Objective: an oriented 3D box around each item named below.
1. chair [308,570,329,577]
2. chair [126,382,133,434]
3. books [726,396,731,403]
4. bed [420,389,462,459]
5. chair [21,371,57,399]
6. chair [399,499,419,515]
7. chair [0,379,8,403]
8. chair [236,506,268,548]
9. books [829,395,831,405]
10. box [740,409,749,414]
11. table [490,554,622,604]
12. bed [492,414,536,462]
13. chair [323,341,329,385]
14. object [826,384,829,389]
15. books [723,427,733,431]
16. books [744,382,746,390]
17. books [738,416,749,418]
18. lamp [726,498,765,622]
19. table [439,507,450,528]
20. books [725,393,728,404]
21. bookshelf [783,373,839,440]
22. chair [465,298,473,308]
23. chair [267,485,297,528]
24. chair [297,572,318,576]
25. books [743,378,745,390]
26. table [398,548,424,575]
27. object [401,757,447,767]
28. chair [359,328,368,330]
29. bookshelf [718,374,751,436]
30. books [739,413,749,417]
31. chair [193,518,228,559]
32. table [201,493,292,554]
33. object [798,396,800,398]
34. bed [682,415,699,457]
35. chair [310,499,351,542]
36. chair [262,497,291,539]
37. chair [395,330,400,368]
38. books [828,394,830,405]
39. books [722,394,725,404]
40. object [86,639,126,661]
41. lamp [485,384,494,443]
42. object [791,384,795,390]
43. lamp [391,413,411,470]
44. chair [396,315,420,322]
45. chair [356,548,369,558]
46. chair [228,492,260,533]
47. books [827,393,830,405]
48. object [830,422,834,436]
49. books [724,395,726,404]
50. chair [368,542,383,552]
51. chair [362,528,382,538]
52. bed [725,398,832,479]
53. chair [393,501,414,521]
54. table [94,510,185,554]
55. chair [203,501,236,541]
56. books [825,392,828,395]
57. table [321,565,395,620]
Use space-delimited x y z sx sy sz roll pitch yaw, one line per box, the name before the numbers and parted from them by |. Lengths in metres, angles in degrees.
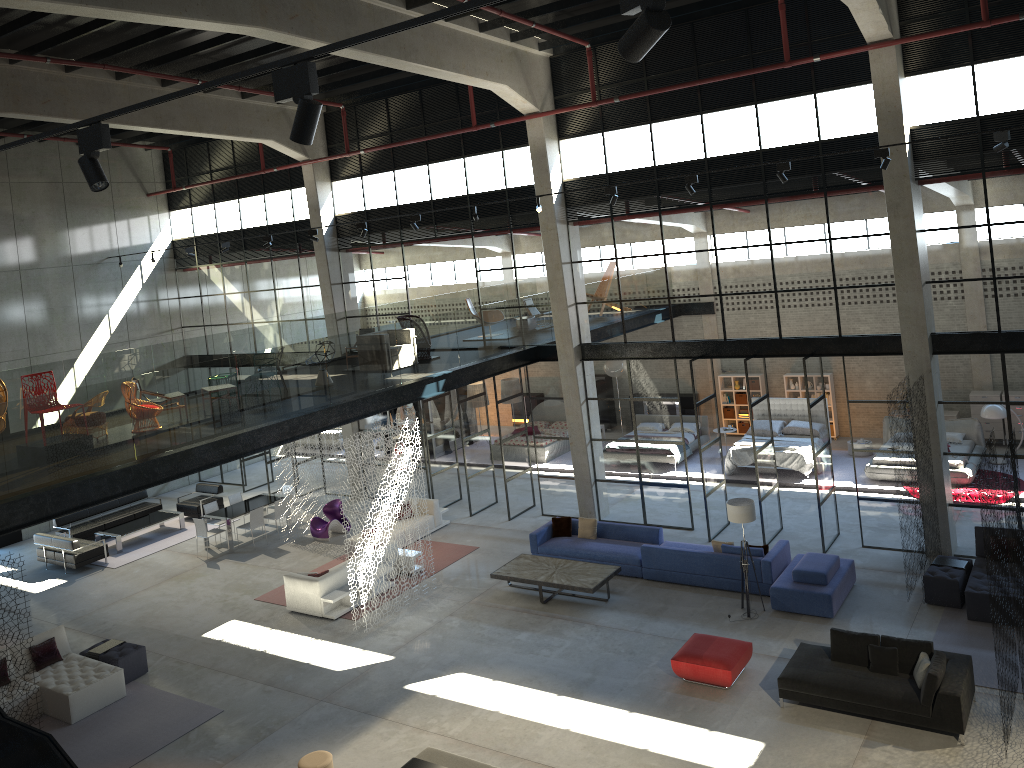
chair | -3.447 3.504 15.762 0.403 0.334 0.283 -7 4 -10
chair | -5.761 0.331 13.694 0.569 0.793 0.594 -6 4 0
books | 6.195 0.445 25.086 0.074 0.203 0.161 -5 4 35
bed | -2.619 0.971 27.260 2.237 2.071 2.344 -3 6 34
chair | -6.735 0.329 12.827 0.657 0.978 0.653 -4 4 34
chair | -2.291 2.768 19.530 0.383 0.336 0.254 -8 4 -22
chair | -7.392 -0.101 12.110 0.636 1.771 0.602 -6 2 9
chair | -5.873 3.220 19.778 0.542 0.868 0.425 -4 3 34
books | 8.535 0.413 23.491 0.018 0.256 0.256 -6 4 35
box | 6.601 0.781 24.886 0.212 0.108 0.133 -1 8 34
table | 0.770 3.445 15.299 2.055 0.397 1.042 0 10 34
bed | 0.727 1.304 25.394 2.021 1.274 2.374 -2 9 35
chair | -3.699 -0.390 16.971 0.564 0.798 0.610 -6 4 2
object | 8.489 0.063 23.546 0.143 0.137 0.141 -10 6 -38
books | 5.565 1.146 22.575 0.228 0.042 0.304 -5 9 9
books | 6.620 -0.019 24.781 0.086 0.319 0.256 -5 4 35
books | 6.606 0.922 24.871 0.307 0.055 0.233 0 10 34
lamp | 3.599 2.728 13.616 0.427 1.738 0.675 -5 2 32
table | -1.867 3.013 19.908 0.897 0.368 0.304 -1 6 34
books | 6.147 0.407 25.099 0.048 0.286 0.187 -6 3 35
bookshelf | 8.118 0.602 23.802 1.233 1.752 0.333 -4 2 34
chair | -0.622 -1.767 22.764 0.983 1.024 0.791 -9 5 -27
chair | -5.581 2.955 21.236 0.418 0.868 0.552 -5 4 35
chair | -3.657 3.509 15.933 0.389 0.271 0.322 -5 6 9
books | 6.593 -0.019 24.800 0.086 0.319 0.256 -5 4 35
table | -2.310 3.477 17.306 1.196 0.368 0.304 -1 7 34
object | -0.702 4.373 9.453 1.467 0.086 0.543 0 11 34
chair | -3.220 -0.767 18.930 0.517 0.821 0.564 -4 4 35
bookshelf | 6.564 0.607 24.851 1.233 1.752 0.333 -4 2 34
books | 6.600 0.866 24.870 0.281 0.055 0.233 0 10 34
chair | -6.719 3.350 19.543 0.418 0.868 0.552 -5 4 35
table | -6.144 3.207 20.390 0.896 0.754 1.828 -2 9 34
object | 7.840 0.450 23.916 0.100 0.202 0.098 -8 3 -39
bed | 3.817 1.508 23.291 2.247 0.865 2.431 -1 10 34
chair | -4.127 3.072 19.888 0.653 0.745 0.807 -3 6 34
chair | -5.484 3.085 20.358 0.542 0.868 0.425 -4 3 34
chair | -2.482 -0.623 17.495 0.800 0.829 0.996 -3 6 34
books | 8.510 0.408 23.492 0.022 0.274 0.256 -6 4 35
books | 6.073 0.418 25.157 0.019 0.260 0.177 -6 3 35
object | -6.464 4.232 13.996 0.299 0.099 0.526 -2 10 29
lamp | -0.942 0.918 26.947 0.805 1.918 0.683 -7 2 -14
object | 7.667 0.078 23.952 0.111 0.156 0.109 -10 5 -44
lamp | -2.313 1.160 17.956 0.437 1.097 0.444 -4 3 43
chair | -2.148 -1.030 19.322 0.686 0.983 0.835 -6 4 5
chair | -2.869 3.300 16.599 0.268 0.316 0.398 -5 6 21
chair | -6.427 3.086 21.000 0.542 0.868 0.425 -4 3 34
books | 8.493 0.399 23.512 0.027 0.287 0.256 -6 4 35
object | 8.517 1.209 23.581 0.322 0.296 0.328 -3 6 34
books | 6.132 0.418 25.117 0.033 0.261 0.177 -6 3 35
chair | -2.671 3.242 16.828 0.267 0.321 0.401 -3 6 36
chair | -2.935 3.096 18.383 0.416 0.107 0.409 -8 9 -9
bed | 6.447 1.275 21.289 2.209 1.411 2.350 -2 8 34
chair | -2.385 2.808 19.349 0.413 0.334 0.256 -9 4 -22
table | -8.986 3.557 21.252 0.897 0.405 1.829 -1 10 34
chair | -6.816 3.221 20.420 0.542 0.868 0.425 -4 3 34
books | 8.450 0.380 23.540 0.036 0.331 0.256 -6 4 35
table | -2.755 3.760 15.839 0.299 0.367 1.592 -3 9 34
